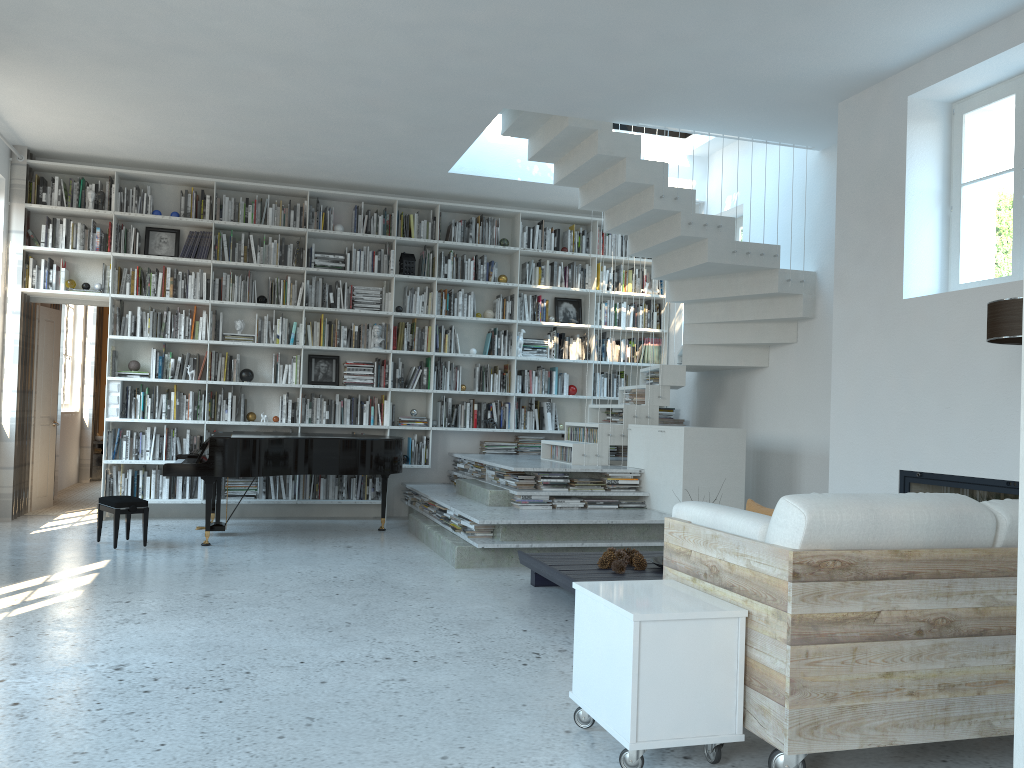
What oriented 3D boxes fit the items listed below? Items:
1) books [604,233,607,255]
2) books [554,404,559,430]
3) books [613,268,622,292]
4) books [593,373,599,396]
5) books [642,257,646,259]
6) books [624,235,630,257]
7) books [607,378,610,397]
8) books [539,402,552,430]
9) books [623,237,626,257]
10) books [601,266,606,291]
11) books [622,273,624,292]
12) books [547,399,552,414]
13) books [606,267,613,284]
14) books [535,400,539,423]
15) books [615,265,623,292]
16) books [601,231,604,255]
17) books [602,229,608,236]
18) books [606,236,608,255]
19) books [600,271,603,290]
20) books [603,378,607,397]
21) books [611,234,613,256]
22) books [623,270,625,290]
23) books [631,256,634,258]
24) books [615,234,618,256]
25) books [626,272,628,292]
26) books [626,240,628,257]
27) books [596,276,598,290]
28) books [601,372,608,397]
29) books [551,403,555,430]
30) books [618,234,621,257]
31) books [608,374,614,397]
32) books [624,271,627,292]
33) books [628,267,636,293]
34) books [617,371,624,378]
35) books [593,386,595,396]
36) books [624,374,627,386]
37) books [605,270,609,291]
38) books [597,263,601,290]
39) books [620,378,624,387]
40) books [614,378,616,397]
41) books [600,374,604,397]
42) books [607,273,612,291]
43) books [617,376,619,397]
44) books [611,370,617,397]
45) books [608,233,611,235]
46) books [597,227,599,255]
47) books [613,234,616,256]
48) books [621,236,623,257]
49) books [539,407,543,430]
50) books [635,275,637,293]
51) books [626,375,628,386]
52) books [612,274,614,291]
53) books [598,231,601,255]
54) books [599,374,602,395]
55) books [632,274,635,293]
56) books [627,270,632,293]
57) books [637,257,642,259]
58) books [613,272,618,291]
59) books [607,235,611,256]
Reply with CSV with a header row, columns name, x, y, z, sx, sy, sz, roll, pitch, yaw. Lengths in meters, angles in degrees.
name,x,y,z,sx,sy,sz,roll,pitch,yaw
books,0.961,-1.466,9.419,0.012,0.269,0.184,2,-1,-17
books,0.447,0.347,9.266,0.062,0.274,0.148,2,-1,-17
books,1.108,-1.087,9.389,0.023,0.253,0.189,2,-2,-17
books,0.877,0.009,9.385,0.024,0.252,0.175,2,-2,-17
books,1.398,-1.409,9.554,0.024,0.193,0.186,2,-2,-17
books,1.237,-1.461,9.531,0.012,0.285,0.159,2,-1,-17
books,1.002,0.037,9.439,0.025,0.208,0.149,2,-2,-17
books,0.343,0.332,9.188,0.075,0.291,0.255,2,-2,-17
books,1.175,-1.440,9.502,0.025,0.237,0.143,2,-1,-17
books,0.935,-1.100,9.328,0.026,0.263,0.189,2,-2,-17
books,1.143,-1.061,9.408,0.014,0.206,0.184,2,-2,-17
books,0.384,0.318,9.260,0.012,0.326,0.136,2,-1,-17
books,1.022,-1.095,9.376,0.023,0.263,0.158,2,-1,-17
books,0.256,0.324,9.225,0.010,0.304,0.131,2,-1,-17
books,1.129,-1.107,9.400,0.022,0.296,0.152,2,-1,-17
books,0.945,-1.475,9.428,0.013,0.286,0.150,2,-1,-17
books,0.987,-1.495,9.454,0.014,0.331,0.143,2,-1,-17
books,0.975,-1.445,9.427,0.022,0.229,0.175,2,-2,-17
books,0.908,-1.071,9.328,0.024,0.205,0.165,2,-2,-17
books,0.957,0.038,9.413,0.029,0.201,0.172,2,-2,-17
books,1.036,-1.481,9.455,0.012,0.306,0.184,2,-1,-17
books,1.159,-1.079,9.419,0.022,0.242,0.144,2,-1,-17
books,1.285,-1.423,9.537,0.057,0.212,0.163,2,-2,-17
books,1.089,-1.455,9.476,0.022,0.259,0.163,2,-1,-17
books,1.190,-1.068,9.418,0.013,0.222,0.174,2,-2,-17
books,1.211,-1.424,9.516,0.026,0.208,0.163,2,-2,-17
books,0.864,-1.117,9.340,0.036,0.293,0.135,2,-1,-17
books,0.977,0.007,9.439,0.024,0.267,0.133,2,-1,-17
books,0.408,0.338,9.244,0.025,0.287,0.160,2,-1,-17
books,1.113,-1.456,9.484,0.029,0.264,0.179,2,-1,-17
books,1.035,0.018,9.422,0.027,0.248,0.184,2,-2,-17
books,1.175,-1.076,9.424,0.012,0.237,0.165,2,-2,-17
books,1.284,-1.097,9.529,0.010,0.295,0.165,2,-1,-17
books,1.160,0.006,9.479,0.011,0.284,0.161,2,-1,-17
books,0.821,-0.004,9.384,0.085,0.278,0.159,2,-1,-17
books,1.188,0.023,9.499,0.012,0.254,0.161,2,-1,-17
books,0.967,-1.078,9.349,0.049,0.223,0.161,2,-2,-17
books,0.894,-1.117,9.324,0.010,0.294,0.183,2,-1,-17
books,1.146,0.044,9.466,0.021,0.205,0.174,2,-2,-17
books,1.066,0.044,9.460,0.027,0.201,0.164,2,-2,-17
books,0.931,0.017,9.411,0.022,0.242,0.151,2,-1,-17
books,1.003,-1.062,9.354,0.024,0.193,0.190,2,-2,-17
books,1.100,0.030,9.464,0.014,0.230,0.172,2,-2,-17
books,1.087,-0.003,9.467,0.013,0.297,0.141,2,-1,-17
books,1.020,-1.491,9.466,0.012,0.326,0.151,2,-1,-17
books,0.882,-1.492,9.399,0.011,0.313,0.172,2,-1,-17
books,1.064,-1.464,9.473,0.027,0.275,0.148,2,-1,-17
books,1.148,-1.447,9.503,0.027,0.249,0.154,2,-1,-17
books,0.280,0.357,9.213,0.031,0.239,0.171,2,-2,-17
books,1.298,-1.056,9.519,0.013,0.212,0.186,2,-2,-17
books,1.201,0.030,9.499,0.013,0.240,0.166,2,-1,-17
books,1.039,-1.061,9.423,0.038,0.199,0.170,2,-2,-17
books,0.903,-1.471,9.419,0.022,0.275,0.160,2,-1,-17
books,0.903,0.019,9.401,0.037,0.236,0.153,2,-1,-17
books,1.269,-1.061,9.516,0.023,0.220,0.171,2,-2,-17
books,1.210,-1.076,9.448,0.042,0.242,0.248,2,-2,-17
books,1.348,-1.452,9.567,0.069,0.277,0.132,2,-1,-17
books,1.079,-1.067,9.400,0.025,0.211,0.135,2,-1,-17
books,1.007,-1.451,9.445,0.023,0.243,0.182,2,-2,-17
